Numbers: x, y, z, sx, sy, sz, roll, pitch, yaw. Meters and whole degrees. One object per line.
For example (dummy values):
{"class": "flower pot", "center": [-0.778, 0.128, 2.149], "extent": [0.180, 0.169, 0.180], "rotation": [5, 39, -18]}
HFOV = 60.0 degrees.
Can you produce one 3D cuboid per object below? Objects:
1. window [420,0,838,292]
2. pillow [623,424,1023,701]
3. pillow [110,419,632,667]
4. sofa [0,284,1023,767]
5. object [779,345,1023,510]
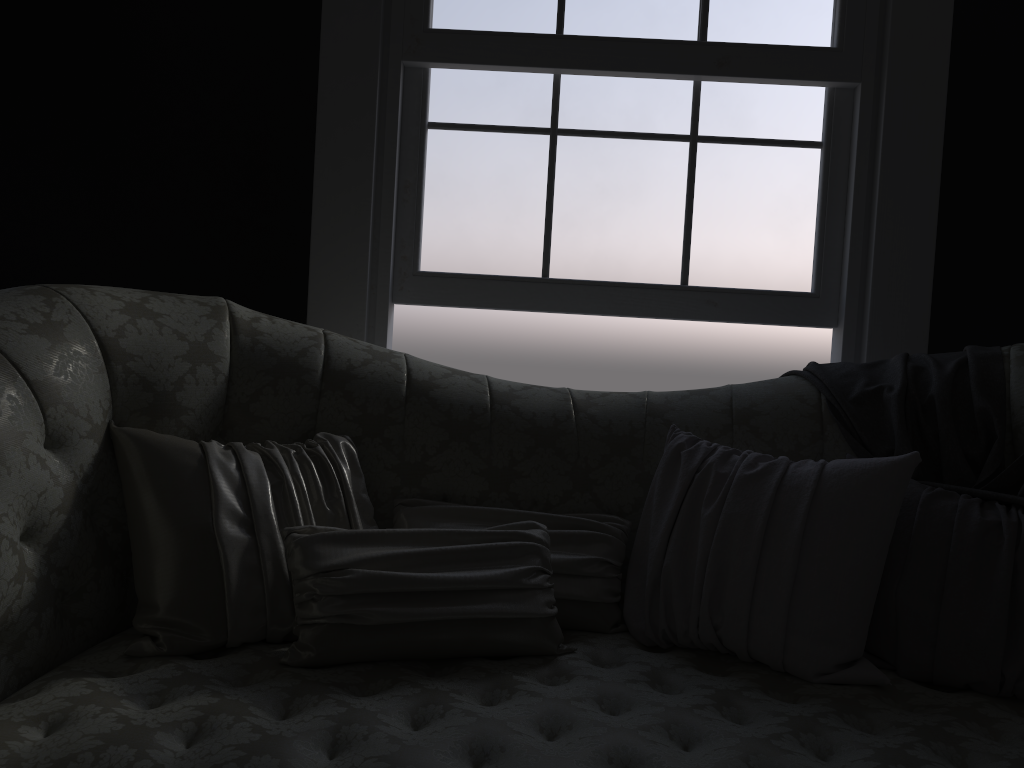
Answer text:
{"class": "window", "center": [0.362, -1.120, 2.678], "extent": [1.263, 1.673, 0.056], "rotation": [3, 2, 2]}
{"class": "pillow", "center": [0.720, 0.348, 1.801], "extent": [0.963, 0.462, 0.405], "rotation": [4, 2, 9]}
{"class": "pillow", "center": [-0.280, 0.311, 1.808], "extent": [1.105, 0.416, 0.528], "rotation": [3, 1, 2]}
{"class": "sofa", "center": [0.198, 0.425, 1.868], "extent": [2.813, 1.161, 1.605], "rotation": [3, 1, 3]}
{"class": "object", "center": [1.178, 0.193, 1.931], "extent": [0.517, 0.585, 1.366], "rotation": [2, 2, -39]}
